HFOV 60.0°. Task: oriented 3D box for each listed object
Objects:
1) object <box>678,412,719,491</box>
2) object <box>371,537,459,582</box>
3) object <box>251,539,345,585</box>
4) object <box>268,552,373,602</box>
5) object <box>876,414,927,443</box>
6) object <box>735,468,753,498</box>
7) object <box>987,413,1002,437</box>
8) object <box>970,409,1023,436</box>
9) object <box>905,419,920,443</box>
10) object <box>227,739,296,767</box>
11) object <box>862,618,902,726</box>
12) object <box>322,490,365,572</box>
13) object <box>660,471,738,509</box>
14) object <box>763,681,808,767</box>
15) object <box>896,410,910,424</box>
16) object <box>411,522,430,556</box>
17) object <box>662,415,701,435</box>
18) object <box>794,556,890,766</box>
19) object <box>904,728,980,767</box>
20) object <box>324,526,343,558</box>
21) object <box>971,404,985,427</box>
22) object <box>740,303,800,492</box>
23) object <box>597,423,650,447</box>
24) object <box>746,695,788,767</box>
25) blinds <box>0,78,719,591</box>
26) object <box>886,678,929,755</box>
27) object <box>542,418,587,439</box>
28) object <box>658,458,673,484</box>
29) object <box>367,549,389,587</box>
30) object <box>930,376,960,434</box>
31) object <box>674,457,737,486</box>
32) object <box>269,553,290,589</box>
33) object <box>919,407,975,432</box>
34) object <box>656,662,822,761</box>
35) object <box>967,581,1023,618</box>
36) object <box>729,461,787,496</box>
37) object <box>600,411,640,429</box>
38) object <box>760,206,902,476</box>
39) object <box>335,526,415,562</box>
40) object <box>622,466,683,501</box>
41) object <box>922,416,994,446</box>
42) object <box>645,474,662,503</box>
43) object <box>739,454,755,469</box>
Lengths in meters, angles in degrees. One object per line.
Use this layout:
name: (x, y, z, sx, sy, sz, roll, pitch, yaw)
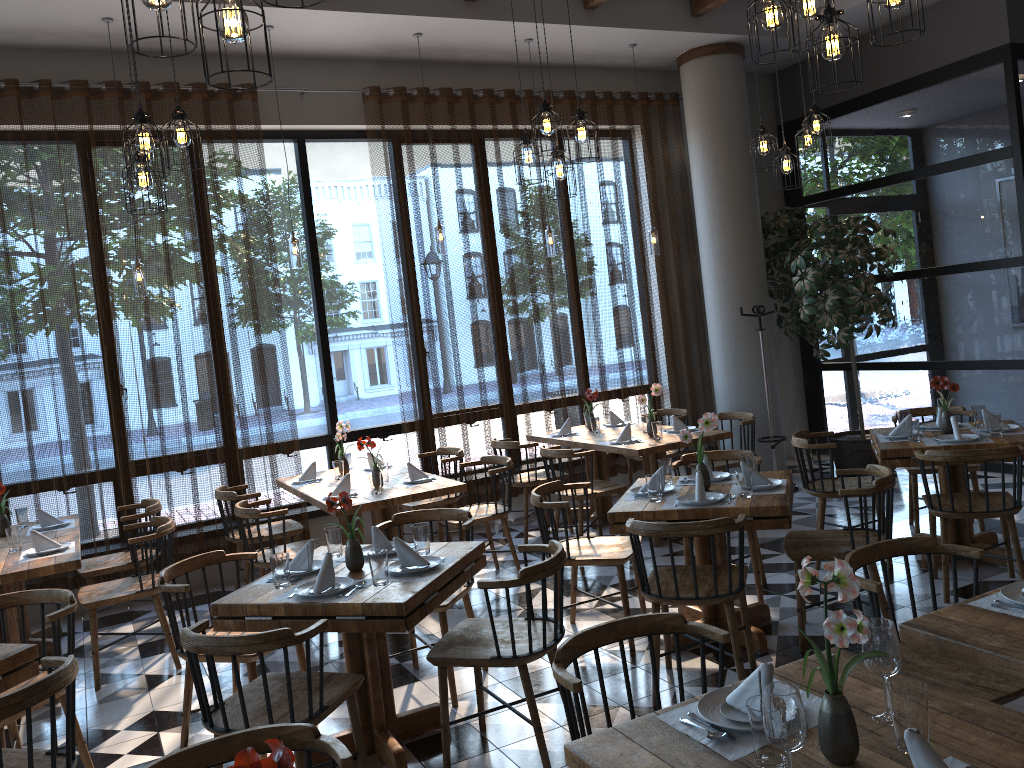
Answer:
object: (0.974, 0.350, 4.549, 0.207, 0.400, 0.146, -7, 2, -15)
object: (-0.414, 0.697, 3.661, 0.271, 0.137, 0.353, -5, 4, 19)
object: (-0.918, 0.743, 3.826, 0.271, 0.137, 0.353, -5, 4, 19)
object: (-0.747, 0.746, 3.488, 0.351, 0.137, 0.273, -5, 3, 19)
object: (2.410, 0.259, 5.497, 0.271, 0.137, 0.353, -5, 4, 19)
object: (1.131, 0.483, 4.305, 0.080, 0.132, 0.080, -7, 2, -11)
object: (2.805, 0.240, 5.142, 0.080, 0.132, 0.080, -6, 2, -1)
object: (2.914, 0.213, 5.332, 0.271, 0.137, 0.353, -5, 4, 19)
object: (2.386, 0.279, 5.271, 0.080, 0.132, 0.080, -7, 2, -11)
object: (-0.345, 0.730, 1.352, 0.156, 0.355, 0.171, -7, 2, -23)
object: (0.817, 0.630, 1.947, 0.081, 0.215, 0.081, -6, 2, 27)
object: (-0.704, 0.617, 3.714, 0.156, 0.355, 0.171, -6, 2, 29)
object: (0.908, 0.505, 4.319, 0.351, 0.137, 0.273, -5, 3, 19)
object: (0.522, 0.681, 1.677, 0.081, 0.215, 0.081, -6, 2, 27)
object: (2.519, 0.237, 5.692, 0.080, 0.132, 0.080, -5, 2, 39)
object: (-0.398, 0.683, 3.891, 0.080, 0.132, 0.080, -7, 2, -21)
object: (1.299, 0.297, 6.840, 0.272, 0.137, 0.352, -8, 4, -26)
object: (0.669, 0.563, 1.806, 0.146, 0.400, 0.206, -7, 2, -24)
object: (0.772, 0.700, 1.569, 0.352, 0.137, 0.271, -8, 4, -26)
object: (-0.808, 0.720, 4.028, 0.080, 0.132, 0.080, -7, 2, -21)
object: (2.929, 0.199, 5.555, 0.080, 0.132, 0.080, -6, 2, -1)
object: (2.272, 0.124, 7.864, 0.375, 1.657, 0.375, -7, 1, -4)
object: (0.828, 0.366, 6.598, 0.272, 0.137, 0.352, -8, 4, -26)
object: (0.524, 0.715, 1.806, 0.080, 0.132, 0.080, -7, 2, -21)
blinds: (-1.411, -0.607, 7.139, 7.281, 3.578, 0.160, -8, 2, -26)
object: (0.812, 0.682, 1.809, 0.080, 0.132, 0.080, -7, 2, -26)
object: (0.434, 0.359, 7.394, 0.272, 0.137, 0.352, -8, 4, -26)
object: (0.845, 0.480, 4.855, 0.080, 0.132, 0.080, -7, 2, -11)
object: (-0.521, 0.724, 3.479, 0.080, 0.132, 0.080, -7, 2, -21)
object: (2.668, 0.124, 5.442, 0.156, 0.355, 0.171, -6, 2, 21)
object: (1.070, 0.454, 4.830, 0.351, 0.137, 0.273, -5, 3, 19)
object: (-0.940, 0.763, 3.607, 0.080, 0.132, 0.080, -7, 2, -11)
object: (2.743, 0.210, 5.670, 0.351, 0.137, 0.273, -5, 3, 19)
object: (0.546, 0.694, 2.043, 0.352, 0.137, 0.271, -8, 4, -26)
object: (1.532, 0.551, 2.536, 0.352, 0.137, 0.271, -8, 4, -26)
object: (1.241, 0.456, 4.492, 0.271, 0.137, 0.353, -5, 4, 19)
object: (0.905, 0.290, 7.636, 0.272, 0.137, 0.352, -8, 4, -26)
object: (2.840, -0.442, 8.343, 1.384, 2.589, 1.632, -8, 3, -42)
object: (-0.585, 0.694, 3.999, 0.351, 0.137, 0.273, -5, 3, 19)
object: (0.737, 0.503, 4.657, 0.271, 0.137, 0.353, -5, 4, 19)
object: (2.581, 0.262, 5.159, 0.351, 0.137, 0.273, -5, 3, 19)
object: (0.712, 0.522, 4.434, 0.080, 0.132, 0.080, -7, 2, -11)
object: (1.255, 0.443, 4.718, 0.080, 0.132, 0.080, -7, 2, -11)
